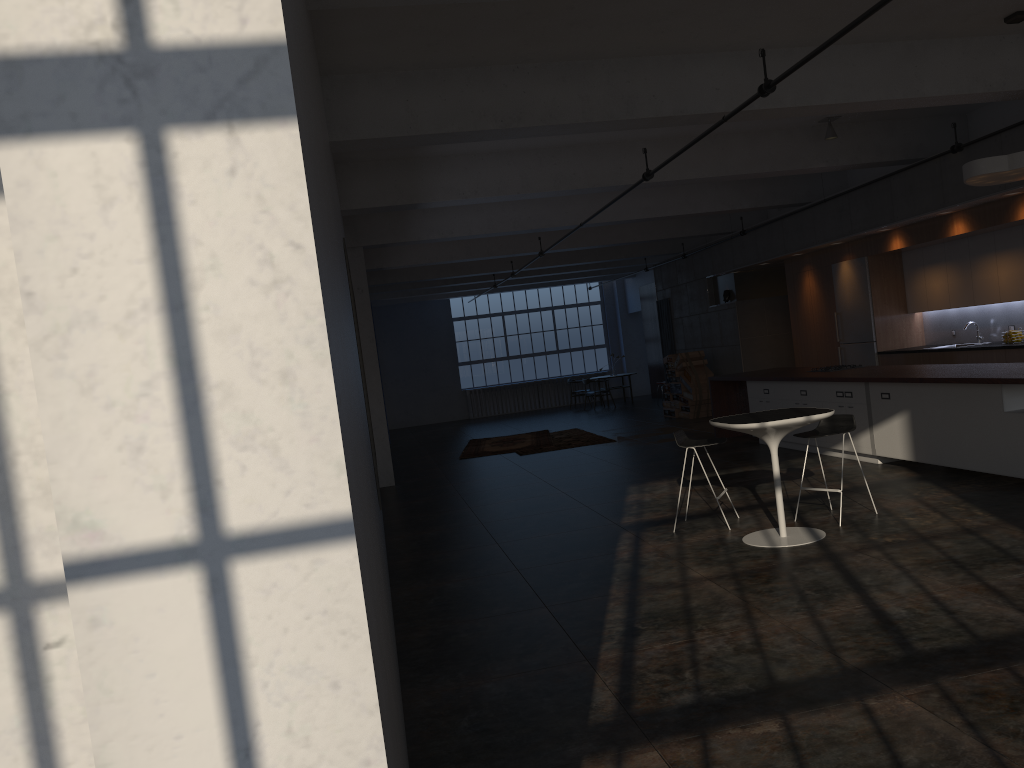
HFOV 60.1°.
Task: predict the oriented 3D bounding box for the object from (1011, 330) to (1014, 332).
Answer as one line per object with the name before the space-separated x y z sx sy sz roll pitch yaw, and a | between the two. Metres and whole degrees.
object | 4.679 -1.655 15.413 0.059 2.167 9.789 -8 2 -15

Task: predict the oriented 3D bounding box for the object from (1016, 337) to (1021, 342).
object | 6.142 -0.535 10.746 0.072 0.063 0.065 -5 3 45

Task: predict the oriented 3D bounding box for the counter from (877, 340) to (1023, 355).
counter | 6.467 -0.532 10.874 1.618 0.039 4.423 -7 2 -9

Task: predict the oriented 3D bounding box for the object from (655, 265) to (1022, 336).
object | 6.165 -0.611 10.756 0.052 0.052 0.062 -5 3 38

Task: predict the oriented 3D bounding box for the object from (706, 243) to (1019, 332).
object | 6.167 -0.625 10.813 0.062 0.053 0.052 -5 3 38

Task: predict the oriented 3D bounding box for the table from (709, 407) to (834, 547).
table | 2.028 0.712 6.780 0.834 0.953 0.822 -8 3 -10

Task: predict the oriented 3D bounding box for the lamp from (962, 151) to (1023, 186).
lamp | 4.485 -1.893 7.611 1.059 0.130 1.026 -6 2 36

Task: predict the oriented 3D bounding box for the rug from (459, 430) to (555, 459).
rug | -0.077 1.123 17.052 1.877 0.048 3.516 -7 2 0

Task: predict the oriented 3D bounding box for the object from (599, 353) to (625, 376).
object | 2.769 -0.549 24.441 0.779 0.625 0.238 -8 3 -9

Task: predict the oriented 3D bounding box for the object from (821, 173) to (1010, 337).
object | 6.076 -0.582 10.772 0.050 0.053 0.064 -6 3 28

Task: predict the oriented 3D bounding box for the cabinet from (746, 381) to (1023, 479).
cabinet | 4.228 0.368 9.777 0.928 0.931 5.602 -8 2 -9

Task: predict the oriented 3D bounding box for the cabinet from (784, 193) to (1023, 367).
cabinet | 6.668 -1.002 11.654 2.396 2.566 8.039 -8 2 -9

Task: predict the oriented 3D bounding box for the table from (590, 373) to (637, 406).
table | 2.857 0.188 24.495 1.286 0.852 1.332 -6 3 34

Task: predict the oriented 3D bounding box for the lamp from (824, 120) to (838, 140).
lamp | 3.790 -3.032 10.545 0.153 0.216 0.158 -6 3 27

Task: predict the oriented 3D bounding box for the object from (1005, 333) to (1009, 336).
object | 4.892 -1.621 13.937 0.054 2.172 6.781 -8 2 -17

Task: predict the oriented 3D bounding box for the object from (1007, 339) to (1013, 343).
object | 6.057 -0.524 10.773 0.062 0.053 0.052 -8 3 -23

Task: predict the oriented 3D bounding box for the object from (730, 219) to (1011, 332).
object | 6.117 -0.634 10.857 0.058 0.060 0.051 -6 3 24

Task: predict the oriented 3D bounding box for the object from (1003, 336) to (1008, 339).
object | 5.254 -1.600 11.730 0.054 2.231 2.367 -10 3 -34

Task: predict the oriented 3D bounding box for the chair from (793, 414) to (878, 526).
chair | 2.600 0.717 7.224 0.514 0.897 0.455 -9 3 -33

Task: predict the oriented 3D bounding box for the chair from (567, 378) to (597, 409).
chair | 1.939 0.244 24.765 0.666 0.865 0.734 -6 3 16

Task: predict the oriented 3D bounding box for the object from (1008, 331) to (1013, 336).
object | 6.047 -0.615 10.741 0.057 0.060 0.053 -7 3 13

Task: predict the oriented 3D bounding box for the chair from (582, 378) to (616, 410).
chair | 2.269 0.243 23.410 0.682 0.865 0.716 -8 3 -23

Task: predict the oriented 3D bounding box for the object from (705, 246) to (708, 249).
object | 6.151 -0.575 10.799 0.061 0.053 0.052 -6 3 33

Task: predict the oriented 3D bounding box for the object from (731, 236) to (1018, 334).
object | 6.095 -0.625 10.723 0.063 0.051 0.052 -8 3 -18

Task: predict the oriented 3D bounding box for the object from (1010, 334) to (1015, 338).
object | 6.389 -1.881 16.519 0.062 2.213 11.828 -7 2 5

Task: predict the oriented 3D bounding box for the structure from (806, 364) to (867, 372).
structure | 4.134 -0.190 11.304 0.515 0.072 0.634 -8 2 -10

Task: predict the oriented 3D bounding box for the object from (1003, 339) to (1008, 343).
object | 5.663 -1.572 9.352 0.057 2.313 2.931 -7 2 10

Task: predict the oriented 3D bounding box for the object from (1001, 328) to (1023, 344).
object | 6.704 -0.333 17.298 0.949 1.216 13.174 -7 2 2

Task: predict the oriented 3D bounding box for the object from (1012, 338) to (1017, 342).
object | 6.084 -0.532 10.723 0.051 0.057 0.061 -6 3 27

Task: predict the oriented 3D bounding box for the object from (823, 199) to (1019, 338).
object | 6.118 -0.583 10.736 0.052 0.053 0.062 -7 2 -3

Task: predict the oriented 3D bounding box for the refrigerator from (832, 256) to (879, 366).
refrigerator | 5.248 -0.774 13.376 0.221 2.194 0.946 -8 3 -12

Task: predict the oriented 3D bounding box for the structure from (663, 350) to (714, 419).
structure | 3.513 0.006 18.020 0.642 1.317 1.897 -8 2 -9

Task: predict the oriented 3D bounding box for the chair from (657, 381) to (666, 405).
chair | 3.944 0.005 22.122 0.660 0.989 0.424 -8 3 -11

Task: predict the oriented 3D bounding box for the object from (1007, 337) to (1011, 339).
object | 6.083 -0.551 10.853 0.053 0.053 0.061 -9 3 -28

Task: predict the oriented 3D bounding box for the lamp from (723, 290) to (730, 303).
lamp | 4.103 -1.666 16.869 0.215 0.259 0.168 -9 3 -29

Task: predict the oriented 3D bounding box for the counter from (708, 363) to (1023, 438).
counter | 4.138 0.332 10.376 1.150 0.972 6.601 -8 2 -9

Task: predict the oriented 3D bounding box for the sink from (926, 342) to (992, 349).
sink | 5.870 -0.408 11.678 0.526 0.192 0.723 -8 2 -10
